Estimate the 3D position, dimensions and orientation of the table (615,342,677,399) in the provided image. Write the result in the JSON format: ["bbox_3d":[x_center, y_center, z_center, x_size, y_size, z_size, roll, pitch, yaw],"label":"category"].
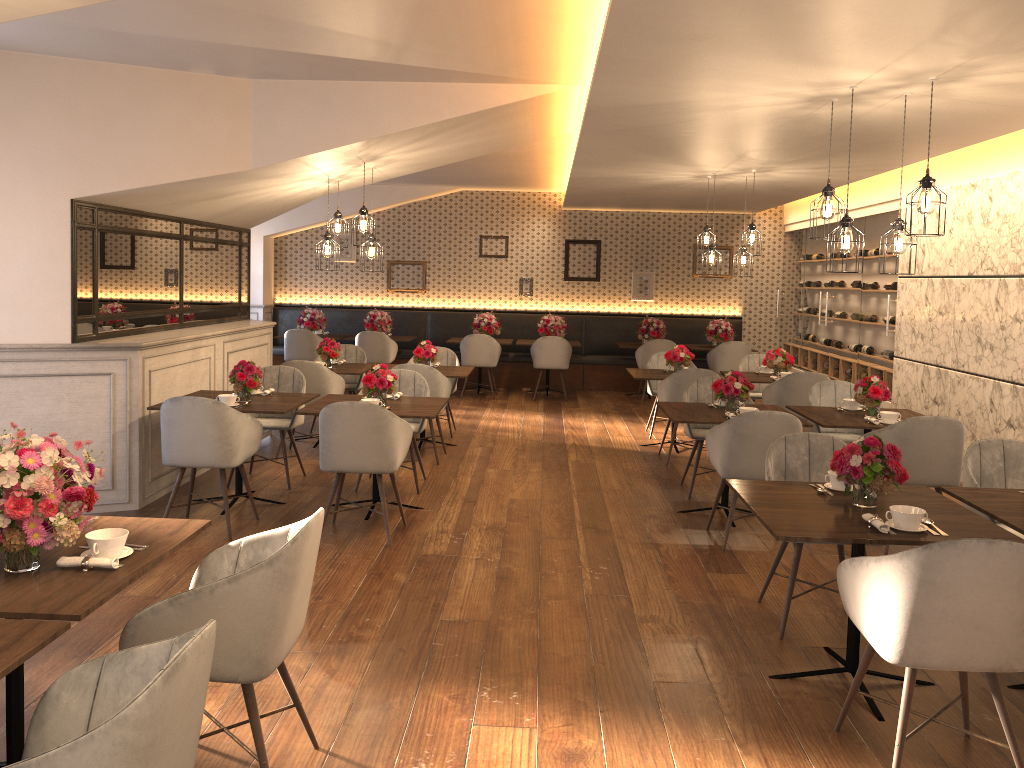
[{"bbox_3d":[1.921,-0.187,12.469,0.896,0.718,0.900,2,6,2],"label":"table"}]

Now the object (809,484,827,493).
[{"bbox_3d":[1.334,0.454,3.871,0.043,0.015,0.198,1,7,-2],"label":"object"}]

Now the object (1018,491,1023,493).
[{"bbox_3d":[2.252,0.482,3.838,0.043,0.015,0.198,1,7,-2],"label":"object"}]

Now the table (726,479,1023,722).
[{"bbox_3d":[1.395,0.858,3.594,0.896,0.718,0.900,2,6,2],"label":"table"}]

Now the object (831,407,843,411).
[{"bbox_3d":[2.357,0.179,6.405,0.043,0.015,0.198,2,7,6],"label":"object"}]

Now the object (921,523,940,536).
[{"bbox_3d":[1.539,0.533,3.301,0.022,0.004,0.212,2,7,2],"label":"object"}]

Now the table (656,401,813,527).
[{"bbox_3d":[1.493,0.554,6.165,0.896,0.718,0.900,2,6,2],"label":"table"}]

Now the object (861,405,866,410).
[{"bbox_3d":[2.577,0.171,6.416,0.056,0.039,0.176,2,7,2],"label":"object"}]

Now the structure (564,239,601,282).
[{"bbox_3d":[1.062,-1.857,13.333,0.544,0.630,0.035,2,4,2],"label":"structure"}]

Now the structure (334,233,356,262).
[{"bbox_3d":[-2.535,-2.073,13.450,0.340,0.438,0.035,2,4,2],"label":"structure"}]

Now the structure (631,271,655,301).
[{"bbox_3d":[1.971,-1.468,13.314,0.340,0.438,0.035,2,4,2],"label":"structure"}]

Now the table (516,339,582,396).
[{"bbox_3d":[0.507,-0.229,12.521,0.896,0.718,0.900,2,6,2],"label":"table"}]

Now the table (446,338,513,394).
[{"bbox_3d":[-0.452,-0.258,12.555,0.896,0.718,0.900,2,6,2],"label":"table"}]

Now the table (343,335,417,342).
[{"bbox_3d":[-1.866,-0.301,12.607,0.896,0.718,0.900,2,6,2],"label":"table"}]

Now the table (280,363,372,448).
[{"bbox_3d":[-1.804,0.195,8.460,0.896,0.718,0.900,2,6,2],"label":"table"}]

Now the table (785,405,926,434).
[{"bbox_3d":[2.452,0.583,6.131,0.896,0.718,0.900,2,6,2],"label":"table"}]

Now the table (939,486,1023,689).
[{"bbox_3d":[2.353,0.887,3.559,0.896,0.718,0.900,2,6,2],"label":"table"}]

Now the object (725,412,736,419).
[{"bbox_3d":[1.445,0.209,5.848,0.056,0.039,0.176,2,7,2],"label":"object"}]

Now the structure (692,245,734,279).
[{"bbox_3d":[3.006,-1.830,13.252,0.601,0.484,0.032,2,4,2],"label":"structure"}]

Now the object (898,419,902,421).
[{"bbox_3d":[2.590,0.253,5.827,0.043,0.015,0.198,1,7,-2],"label":"object"}]

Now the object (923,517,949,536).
[{"bbox_3d":[1.574,0.529,3.293,0.043,0.015,0.198,1,7,-2],"label":"object"}]

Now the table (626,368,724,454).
[{"bbox_3d":[1.587,0.262,8.637,0.896,0.718,0.900,2,6,2],"label":"table"}]

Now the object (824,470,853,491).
[{"bbox_3d":[1.448,0.427,3.884,0.149,0.072,0.148,8,9,44],"label":"object"}]

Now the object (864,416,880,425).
[{"bbox_3d":[2.363,0.237,5.815,0.056,0.039,0.176,2,7,2],"label":"object"}]

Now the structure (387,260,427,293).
[{"bbox_3d":[-1.597,-1.629,13.440,0.601,0.484,0.032,2,4,2],"label":"structure"}]

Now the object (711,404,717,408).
[{"bbox_3d":[1.466,0.158,6.430,0.022,0.004,0.212,2,7,2],"label":"object"}]

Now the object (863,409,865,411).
[{"bbox_3d":[2.542,0.178,6.408,0.025,0.024,0.193,2,7,2],"label":"object"}]

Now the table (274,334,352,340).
[{"bbox_3d":[-2.825,-0.330,12.642,0.896,0.718,0.900,2,6,2],"label":"table"}]

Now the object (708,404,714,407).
[{"bbox_3d":[1.432,0.151,6.438,0.043,0.015,0.198,1,7,-2],"label":"object"}]

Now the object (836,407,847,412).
[{"bbox_3d":[2.384,0.186,6.397,0.022,0.004,0.212,2,7,2],"label":"object"}]

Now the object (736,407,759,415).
[{"bbox_3d":[1.559,0.196,5.843,0.148,0.072,0.149,-1,7,-20],"label":"object"}]

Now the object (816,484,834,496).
[{"bbox_3d":[1.369,0.462,3.863,0.022,0.004,0.212,2,7,2],"label":"object"}]

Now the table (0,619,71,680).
[{"bbox_3d":[-1.581,0.994,1.813,0.896,0.718,0.900,2,6,2],"label":"table"}]

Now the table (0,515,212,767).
[{"bbox_3d":[-1.545,0.883,2.750,0.896,0.718,0.900,2,6,2],"label":"table"}]

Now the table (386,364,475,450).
[{"bbox_3d":[-0.845,0.224,8.425,0.896,0.718,0.900,2,6,2],"label":"table"}]

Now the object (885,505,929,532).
[{"bbox_3d":[1.461,0.500,3.276,0.149,0.072,0.148,8,9,44],"label":"object"}]

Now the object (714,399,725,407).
[{"bbox_3d":[1.546,0.123,6.452,0.148,0.072,0.149,-1,7,-20],"label":"object"}]

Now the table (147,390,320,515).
[{"bbox_3d":[-1.892,0.469,6.142,0.896,0.718,0.900,2,6,2],"label":"table"}]

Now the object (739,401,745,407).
[{"bbox_3d":[1.660,0.143,6.449,0.056,0.039,0.176,2,7,2],"label":"object"}]

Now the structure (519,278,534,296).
[{"bbox_3d":[0.217,-1.464,13.389,0.216,0.276,0.018,2,4,2],"label":"structure"}]

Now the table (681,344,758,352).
[{"bbox_3d":[2.880,-0.158,12.434,0.896,0.718,0.900,2,6,2],"label":"table"}]

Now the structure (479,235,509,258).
[{"bbox_3d":[-0.273,-2.073,13.373,0.449,0.344,0.016,2,4,2],"label":"structure"}]

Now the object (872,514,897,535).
[{"bbox_3d":[1.382,0.520,3.290,0.025,0.024,0.193,2,7,2],"label":"object"}]

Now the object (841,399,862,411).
[{"bbox_3d":[2.464,0.151,6.418,0.148,0.072,0.149,-1,7,-20],"label":"object"}]

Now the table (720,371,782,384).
[{"bbox_3d":[2.545,0.291,8.602,0.896,0.718,0.900,2,6,2],"label":"table"}]

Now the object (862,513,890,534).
[{"bbox_3d":[1.347,0.513,3.281,0.056,0.039,0.176,2,7,2],"label":"object"}]

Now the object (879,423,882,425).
[{"bbox_3d":[2.397,0.244,5.824,0.025,0.024,0.193,2,7,2],"label":"object"}]

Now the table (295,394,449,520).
[{"bbox_3d":[-0.934,0.498,6.106,0.896,0.718,0.900,2,6,2],"label":"table"}]

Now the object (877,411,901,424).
[{"bbox_3d":[2.477,0.224,5.810,0.148,0.072,0.149,-1,7,-20],"label":"object"}]
